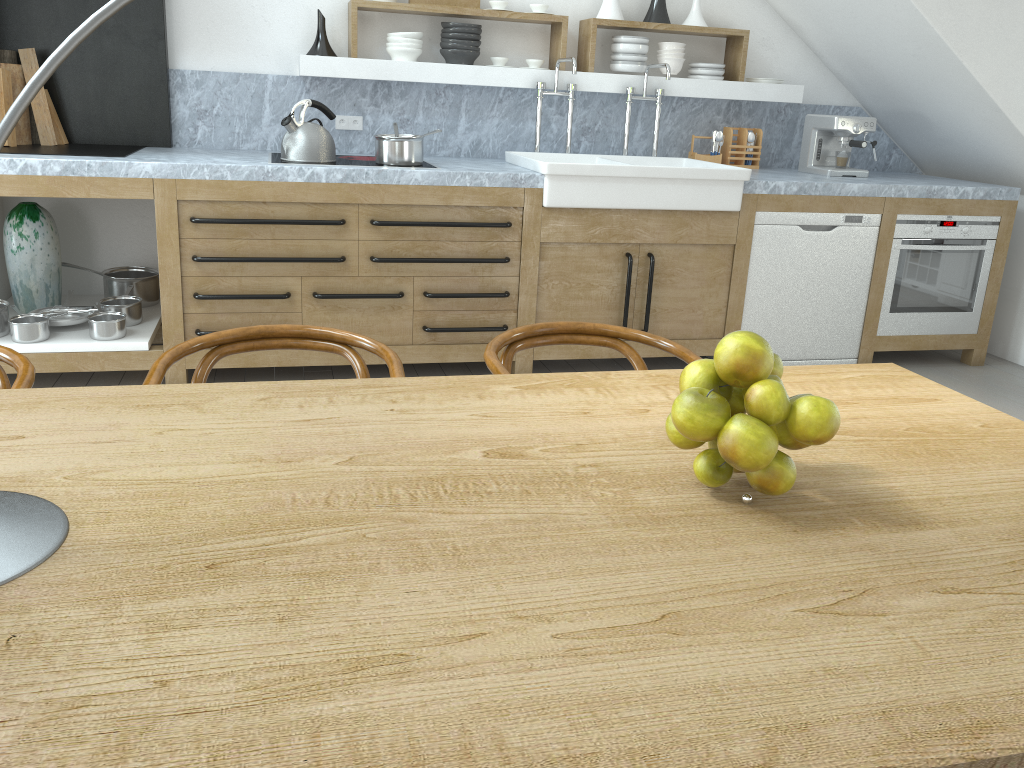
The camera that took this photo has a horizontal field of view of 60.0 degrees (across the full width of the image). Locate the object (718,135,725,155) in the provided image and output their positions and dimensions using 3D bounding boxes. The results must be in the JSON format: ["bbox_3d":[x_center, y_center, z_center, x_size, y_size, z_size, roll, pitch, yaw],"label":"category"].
[{"bbox_3d":[1.150,-1.292,4.918,0.020,0.177,0.044,-6,19,-29],"label":"object"}]

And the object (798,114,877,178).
[{"bbox_3d":[1.818,-1.289,4.814,0.324,0.318,0.390,-2,18,-15],"label":"object"}]

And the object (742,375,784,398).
[{"bbox_3d":[0.325,0.010,1.146,0.053,0.050,0.053,-13,23,-42],"label":"object"}]

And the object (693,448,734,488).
[{"bbox_3d":[0.258,0.107,1.136,0.051,0.050,0.050,0,17,-11],"label":"object"}]

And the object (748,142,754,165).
[{"bbox_3d":[1.347,-1.315,4.991,0.018,0.194,0.020,5,17,7],"label":"object"}]

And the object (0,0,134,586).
[{"bbox_3d":[-0.533,-0.256,0.849,0.777,0.868,0.267,-12,22,-39],"label":"object"}]

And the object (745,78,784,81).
[{"bbox_3d":[1.413,-1.694,4.961,0.213,0.025,0.215,-6,20,-26],"label":"object"}]

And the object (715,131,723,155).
[{"bbox_3d":[1.141,-1.301,4.905,0.040,0.191,0.042,9,18,20],"label":"object"}]

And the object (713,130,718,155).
[{"bbox_3d":[1.128,-1.316,4.950,0.040,0.191,0.042,10,18,21],"label":"object"}]

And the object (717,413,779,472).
[{"bbox_3d":[0.284,0.071,1.070,0.071,0.071,0.071,16,22,37],"label":"object"}]

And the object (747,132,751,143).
[{"bbox_3d":[1.335,-1.330,5.025,0.040,0.191,0.042,14,20,32],"label":"object"}]

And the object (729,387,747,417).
[{"bbox_3d":[0.295,0.019,1.206,0.062,0.059,0.062,0,17,-11],"label":"object"}]

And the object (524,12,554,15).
[{"bbox_3d":[0.137,-1.900,4.562,0.164,0.012,0.165,4,18,2],"label":"object"}]

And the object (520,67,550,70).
[{"bbox_3d":[0.118,-1.645,4.635,0.164,0.012,0.165,4,18,2],"label":"object"}]

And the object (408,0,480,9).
[{"bbox_3d":[-0.336,-1.960,4.430,0.353,0.156,0.085,-2,17,-15],"label":"object"}]

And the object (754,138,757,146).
[{"bbox_3d":[1.360,-1.313,5.018,0.044,0.177,0.020,-9,20,-36],"label":"object"}]

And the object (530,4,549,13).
[{"bbox_3d":[0.139,-1.922,4.555,0.098,0.048,0.099,-3,18,-17],"label":"object"}]

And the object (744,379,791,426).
[{"bbox_3d":[0.310,0.022,1.079,0.053,0.057,0.058,3,17,-1],"label":"object"}]

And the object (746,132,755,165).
[{"bbox_3d":[1.336,-1.315,4.978,0.040,0.191,0.042,14,20,33],"label":"object"}]

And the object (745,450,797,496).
[{"bbox_3d":[0.326,0.109,1.118,0.064,0.063,0.064,2,17,-4],"label":"object"}]

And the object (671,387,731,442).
[{"bbox_3d":[0.234,0.039,1.097,0.072,0.063,0.071,-4,18,-21],"label":"object"}]

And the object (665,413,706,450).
[{"bbox_3d":[0.231,0.058,1.160,0.059,0.055,0.060,-3,18,-20],"label":"object"}]

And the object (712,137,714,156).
[{"bbox_3d":[1.112,-1.292,4.912,0.020,0.177,0.044,16,21,38],"label":"object"}]

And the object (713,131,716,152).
[{"bbox_3d":[1.120,-1.309,4.937,0.018,0.194,0.020,1,16,-6],"label":"object"}]

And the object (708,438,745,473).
[{"bbox_3d":[0.302,0.080,1.183,0.080,0.073,0.079,13,20,28],"label":"object"}]

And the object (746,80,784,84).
[{"bbox_3d":[1.413,-1.686,4.964,0.213,0.025,0.215,-6,20,-26],"label":"object"}]

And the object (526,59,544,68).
[{"bbox_3d":[0.119,-1.667,4.628,0.098,0.048,0.099,-3,18,-17],"label":"object"}]

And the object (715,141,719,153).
[{"bbox_3d":[1.135,-1.304,4.923,0.018,0.194,0.023,-3,17,-20],"label":"object"}]

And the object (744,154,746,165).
[{"bbox_3d":[1.322,-1.316,5.020,0.019,0.177,0.044,-2,17,-17],"label":"object"}]

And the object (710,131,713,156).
[{"bbox_3d":[1.113,-1.307,4.929,0.022,0.194,0.019,-5,18,-26],"label":"object"}]

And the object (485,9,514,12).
[{"bbox_3d":[-0.070,-1.893,4.507,0.164,0.012,0.165,4,18,2],"label":"object"}]

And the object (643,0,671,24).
[{"bbox_3d":[0.776,-2.041,4.685,0.156,0.266,0.157,0,17,-11],"label":"object"}]

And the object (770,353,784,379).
[{"bbox_3d":[0.332,-0.020,1.191,0.062,0.059,0.063,-1,18,-14],"label":"object"}]

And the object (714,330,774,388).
[{"bbox_3d":[0.291,-0.031,1.115,0.072,0.074,0.073,-2,18,-15],"label":"object"}]

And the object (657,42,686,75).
[{"bbox_3d":[0.851,-1.744,4.755,0.158,0.159,0.155,7,18,12],"label":"object"}]

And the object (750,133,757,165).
[{"bbox_3d":[1.356,-1.317,4.997,0.022,0.194,0.019,-1,17,-14],"label":"object"}]

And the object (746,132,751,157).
[{"bbox_3d":[1.336,-1.321,5.008,0.018,0.194,0.023,1,17,-7],"label":"object"}]

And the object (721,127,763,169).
[{"bbox_3d":[1.294,-1.333,5.003,0.200,0.221,0.105,-2,17,-15],"label":"object"}]

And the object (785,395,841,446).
[{"bbox_3d":[0.365,0.044,1.076,0.063,0.063,0.062,16,21,35],"label":"object"}]

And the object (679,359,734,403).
[{"bbox_3d":[0.253,0.002,1.160,0.066,0.070,0.073,19,23,42],"label":"object"}]

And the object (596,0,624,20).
[{"bbox_3d":[0.520,-2.033,4.621,0.156,0.266,0.157,-5,19,-25],"label":"object"}]

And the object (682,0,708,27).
[{"bbox_3d":[0.989,-2.027,4.758,0.156,0.217,0.157,-8,20,-32],"label":"object"}]

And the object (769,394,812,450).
[{"bbox_3d":[0.365,0.047,1.138,0.076,0.076,0.077,18,22,39],"label":"object"}]

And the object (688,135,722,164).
[{"bbox_3d":[1.080,-1.298,4.944,0.173,0.170,0.101,-1,17,-13],"label":"object"}]

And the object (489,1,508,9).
[{"bbox_3d":[-0.069,-1.915,4.501,0.098,0.048,0.099,-3,18,-17],"label":"object"}]

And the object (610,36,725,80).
[{"bbox_3d":[0.844,-1.749,4.777,0.657,0.194,0.199,-2,18,-15],"label":"object"}]
